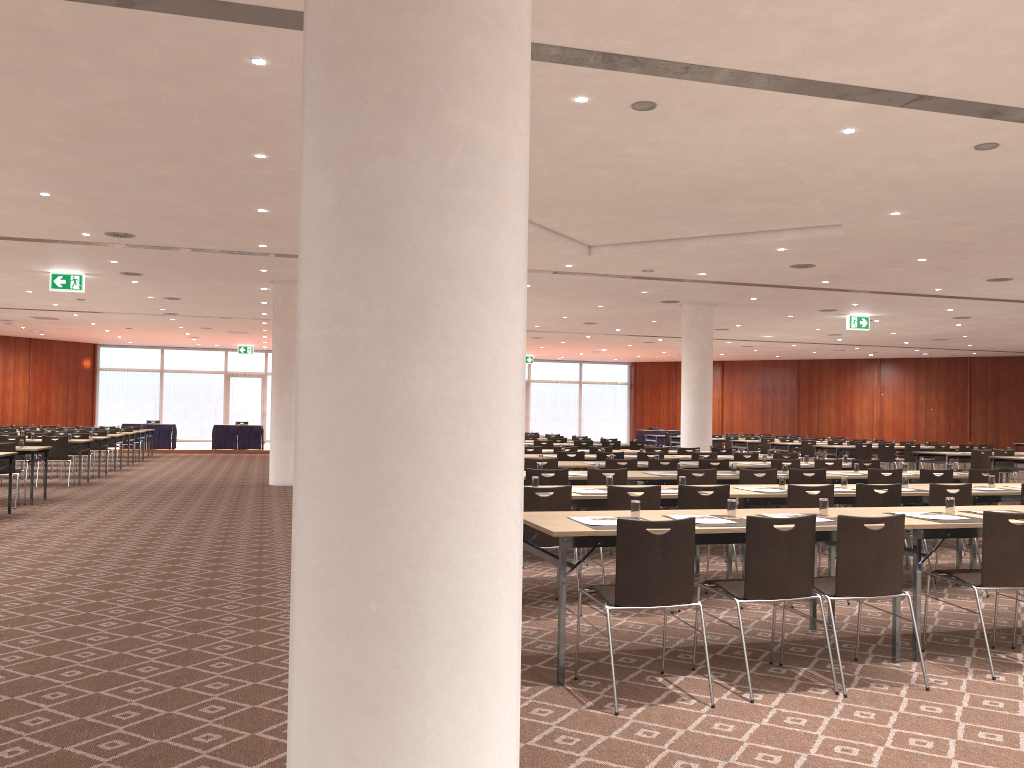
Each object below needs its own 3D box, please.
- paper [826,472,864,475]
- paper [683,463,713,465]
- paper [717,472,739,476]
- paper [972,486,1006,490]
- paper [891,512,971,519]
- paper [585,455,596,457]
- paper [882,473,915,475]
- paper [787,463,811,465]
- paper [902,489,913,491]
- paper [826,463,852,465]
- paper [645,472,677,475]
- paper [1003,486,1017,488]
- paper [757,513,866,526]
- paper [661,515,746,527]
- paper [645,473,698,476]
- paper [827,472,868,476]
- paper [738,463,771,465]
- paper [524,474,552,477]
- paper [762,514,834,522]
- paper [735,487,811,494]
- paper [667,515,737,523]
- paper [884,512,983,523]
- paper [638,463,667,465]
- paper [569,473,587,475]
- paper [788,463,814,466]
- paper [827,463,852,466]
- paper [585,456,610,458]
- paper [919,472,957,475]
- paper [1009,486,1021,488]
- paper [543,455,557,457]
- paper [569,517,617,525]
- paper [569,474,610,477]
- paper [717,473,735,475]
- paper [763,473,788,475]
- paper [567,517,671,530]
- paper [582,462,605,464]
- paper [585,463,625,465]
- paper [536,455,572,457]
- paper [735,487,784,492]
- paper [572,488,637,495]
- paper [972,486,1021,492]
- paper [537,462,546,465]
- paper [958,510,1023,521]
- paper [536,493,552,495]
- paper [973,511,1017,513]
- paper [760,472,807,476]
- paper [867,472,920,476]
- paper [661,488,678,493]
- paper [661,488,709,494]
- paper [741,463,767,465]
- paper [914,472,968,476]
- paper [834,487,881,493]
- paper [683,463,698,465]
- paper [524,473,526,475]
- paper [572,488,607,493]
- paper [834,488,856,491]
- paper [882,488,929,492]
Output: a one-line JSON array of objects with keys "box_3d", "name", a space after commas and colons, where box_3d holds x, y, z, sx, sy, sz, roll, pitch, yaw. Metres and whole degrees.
[{"box_3d": [3.829, 1.036, 10.269, 0.283, 0.006, 0.398, 1, -2, -15], "name": "paper"}, {"box_3d": [2.425, 1.073, 11.885, 0.460, 0.003, 0.565, 2, -2, -17], "name": "paper"}, {"box_3d": [2.329, 0.998, 9.804, 0.460, 0.003, 0.565, 1, -2, -14], "name": "paper"}, {"box_3d": [4.372, 0.977, 8.330, 0.283, 0.006, 0.398, 2, -2, -16], "name": "paper"}, {"box_3d": [2.733, 0.861, 5.808, 0.283, 0.006, 0.398, 2, -2, -17], "name": "paper"}, {"box_3d": [1.210, 1.112, 13.700, 0.283, 0.006, 0.398, 1, -2, -12], "name": "paper"}, {"box_3d": [4.477, 1.052, 10.432, 0.283, 0.006, 0.398, 2, -2, -18], "name": "paper"}, {"box_3d": [3.928, 1.111, 12.357, 0.283, 0.006, 0.398, 2, -2, -18], "name": "paper"}, {"box_3d": [3.437, 0.953, 8.090, 0.283, 0.006, 0.398, 2, -2, -16], "name": "paper"}, {"box_3d": [4.565, 1.128, 12.558, 0.283, 0.006, 0.398, 1, -2, -14], "name": "paper"}, {"box_3d": [1.661, 0.979, 9.681, 0.283, 0.006, 0.398, 2, -2, -16], "name": "paper"}, {"box_3d": [5.087, 0.997, 8.455, 0.460, 0.003, 0.565, 2, -2, -16], "name": "paper"}, {"box_3d": [1.867, 0.839, 5.502, 0.460, 0.003, 0.565, 2, -2, -18], "name": "paper"}, {"box_3d": [1.221, 0.823, 5.335, 0.460, 0.003, 0.565, 1, -2, -13], "name": "paper"}, {"box_3d": [1.724, 0.981, 9.616, 0.460, 0.003, 0.565, 1, -2, -14], "name": "paper"}, {"box_3d": [3.911, 1.039, 10.222, 0.460, 0.003, 0.565, 2, -2, -16], "name": "paper"}, {"box_3d": [3.388, 1.099, 12.159, 0.460, 0.003, 0.565, 2, -2, -15], "name": "paper"}, {"box_3d": [0.148, 0.941, 9.212, 0.460, 0.003, 0.565, 1, -2, -12], "name": "paper"}, {"box_3d": [1.781, 0.836, 5.560, 0.283, 0.006, 0.398, 1, -2, -13], "name": "paper"}, {"box_3d": [2.253, 0.922, 7.680, 0.460, 0.003, 0.565, 2, -2, -15], "name": "paper"}, {"box_3d": [1.146, 0.819, 5.380, 0.283, 0.006, 0.398, 1, -2, -12], "name": "paper"}, {"box_3d": [2.780, 0.863, 5.739, 0.460, 0.003, 0.565, 2, -2, -15], "name": "paper"}, {"box_3d": [1.825, 1.056, 11.694, 0.460, 0.003, 0.565, 1, -2, -15], "name": "paper"}, {"box_3d": [0.721, 0.953, 9.405, 0.283, 0.006, 0.398, 2, -2, -18], "name": "paper"}, {"box_3d": [3.994, 1.114, 12.316, 0.460, 0.003, 0.565, 2, -2, -16], "name": "paper"}, {"box_3d": [4.614, 1.130, 12.475, 0.460, 0.003, 0.565, 2, -2, -17], "name": "paper"}, {"box_3d": [1.284, 1.115, 13.629, 0.460, 0.003, 0.565, 1, -2, -14], "name": "paper"}, {"box_3d": [5.104, 1.069, 10.617, 0.283, 0.006, 0.398, 2, -2, -18], "name": "paper"}, {"box_3d": [5.004, 0.993, 8.503, 0.283, 0.006, 0.398, 1, -2, -14], "name": "paper"}, {"box_3d": [0.591, 1.096, 13.525, 0.283, 0.006, 0.398, 2, -2, -17], "name": "paper"}, {"box_3d": [0.528, 0.803, 5.212, 0.283, 0.006, 0.398, 2, -2, -15], "name": "paper"}, {"box_3d": [0.766, 0.956, 9.356, 0.460, 0.003, 0.565, 1, -2, -14], "name": "paper"}, {"box_3d": [2.269, 0.994, 9.833, 0.283, 0.006, 0.398, 2, -2, -16], "name": "paper"}, {"box_3d": [2.896, 1.010, 9.990, 0.283, 0.006, 0.398, 2, -2, -16], "name": "paper"}, {"box_3d": [0.617, 0.806, 5.147, 0.460, 0.003, 0.565, 1, -2, -12], "name": "paper"}, {"box_3d": [1.108, 1.037, 11.605, 0.283, 0.006, 0.398, 1, -2, -14], "name": "paper"}, {"box_3d": [1.200, 1.040, 11.547, 0.460, 0.003, 0.565, 1, -2, -15], "name": "paper"}, {"box_3d": [0.672, 1.099, 13.461, 0.460, 0.003, 0.565, 2, -2, -18], "name": "paper"}, {"box_3d": [2.171, 0.919, 7.744, 0.283, 0.006, 0.398, 1, -2, -14], "name": "paper"}, {"box_3d": [0.690, 0.881, 7.264, 0.460, 0.003, 0.565, 2, -2, -17], "name": "paper"}, {"box_3d": [4.421, 0.980, 8.291, 0.460, 0.003, 0.565, 1, -2, -14], "name": "paper"}, {"box_3d": [0.230, 1.015, 11.279, 0.460, 0.003, 0.565, 2, -2, -16], "name": "paper"}, {"box_3d": [3.387, 0.880, 5.938, 0.460, 0.003, 0.565, 2, -2, -16], "name": "paper"}, {"box_3d": [0.048, 0.865, 7.095, 0.460, 0.003, 0.565, 1, -2, -14], "name": "paper"}, {"box_3d": [3.356, 0.877, 5.981, 0.283, 0.006, 0.398, 1, -2, -15], "name": "paper"}, {"box_3d": [2.987, 1.015, 9.978, 0.460, 0.003, 0.565, 1, -2, -13], "name": "paper"}, {"box_3d": [4.541, 1.056, 10.395, 0.460, 0.003, 0.565, 1, -2, -14], "name": "paper"}, {"box_3d": [1.250, 0.894, 7.469, 0.283, 0.006, 0.398, 1, -2, -14], "name": "paper"}, {"box_3d": [1.331, 0.899, 7.457, 0.460, 0.003, 0.565, 1, -2, -12], "name": "paper"}, {"box_3d": [3.307, 1.094, 12.188, 0.283, 0.006, 0.398, 2, -2, -17], "name": "paper"}, {"box_3d": [5.182, 1.073, 10.582, 0.460, 0.003, 0.565, 1, -2, -12], "name": "paper"}, {"box_3d": [2.882, 0.939, 7.859, 0.460, 0.003, 0.565, 2, -2, -17], "name": "paper"}, {"box_3d": [2.356, 1.069, 11.931, 0.283, 0.006, 0.398, 2, -2, -15], "name": "paper"}, {"box_3d": [0.098, 0.937, 9.236, 0.283, 0.006, 0.398, 2, -2, -17], "name": "paper"}, {"box_3d": [0.603, 0.878, 7.317, 0.283, 0.006, 0.398, 2, -2, -15], "name": "paper"}, {"box_3d": [2.834, 0.937, 7.920, 0.283, 0.006, 0.398, 1, -2, -14], "name": "paper"}, {"box_3d": [3.496, 0.956, 8.040, 0.460, 0.003, 0.565, 2, -2, -16], "name": "paper"}]
